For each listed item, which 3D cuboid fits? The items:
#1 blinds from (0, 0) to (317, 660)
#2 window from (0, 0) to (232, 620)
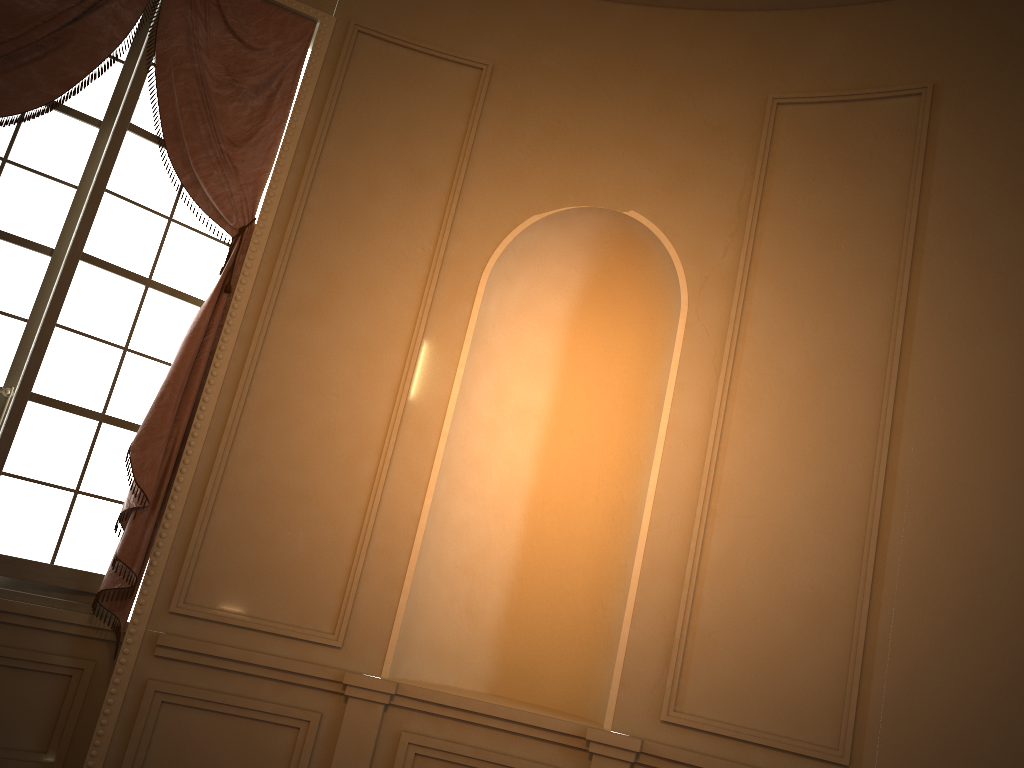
[{"bbox_3d":[-1.771,-0.519,3.515,1.364,2.956,0.281,20,-15,-27],"label":"blinds"},{"bbox_3d":[-1.869,-0.553,3.723,1.340,2.817,0.150,20,-15,-26],"label":"window"}]
